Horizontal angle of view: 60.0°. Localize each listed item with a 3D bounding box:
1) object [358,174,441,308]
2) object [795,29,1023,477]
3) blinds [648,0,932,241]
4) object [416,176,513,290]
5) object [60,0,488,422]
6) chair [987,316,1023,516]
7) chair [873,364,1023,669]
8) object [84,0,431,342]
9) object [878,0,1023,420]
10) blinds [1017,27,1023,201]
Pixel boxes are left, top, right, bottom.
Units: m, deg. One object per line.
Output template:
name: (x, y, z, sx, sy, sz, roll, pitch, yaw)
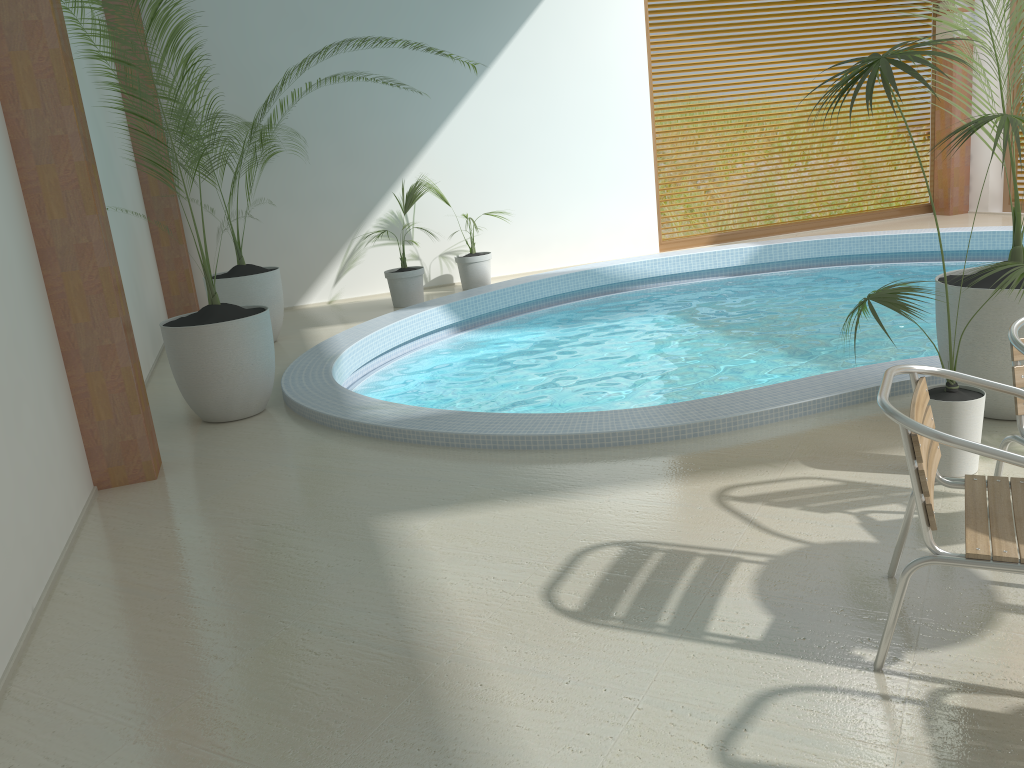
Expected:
object: (-1.061, -1.458, 9.031, 0.822, 1.310, 1.067, 1, 16, 24)
object: (1.649, -0.445, 3.403, 1.059, 1.695, 0.791, -1, 16, 20)
blinds: (3.529, -4.021, 11.359, 4.500, 4.025, 0.099, -10, 15, -14)
object: (-0.463, -1.681, 9.621, 1.067, 1.310, 0.822, -7, 15, -3)
object: (-1.902, -1.287, 5.511, 2.979, 2.960, 2.729, 6, 19, 39)
chair: (1.980, 0.158, 2.872, 0.618, 0.727, 0.563, -7, 15, -2)
chair: (1.312, 0.349, 2.429, 0.563, 0.727, 0.618, 1, 17, 26)
object: (-2.389, -1.843, 7.784, 2.729, 2.960, 2.979, -16, 18, -33)
object: (2.323, -1.270, 3.733, 2.979, 2.960, 2.729, -6, 15, 2)
blinds: (6.965, -3.246, 9.247, 0.095, 2.921, 4.200, -10, 15, -14)
